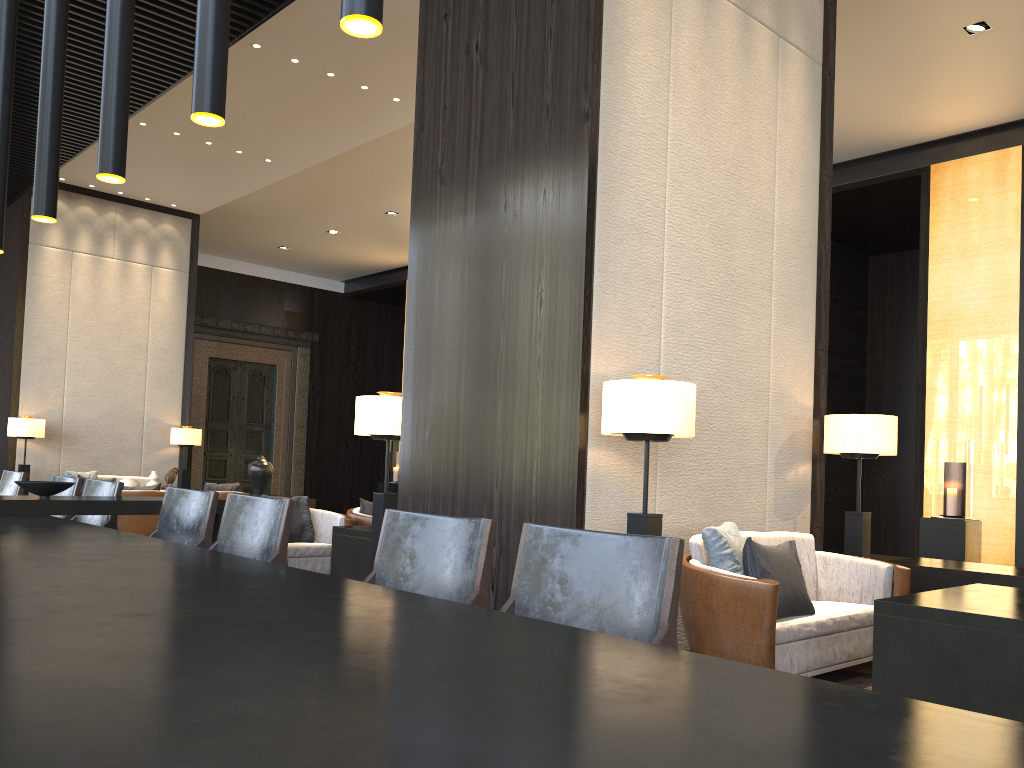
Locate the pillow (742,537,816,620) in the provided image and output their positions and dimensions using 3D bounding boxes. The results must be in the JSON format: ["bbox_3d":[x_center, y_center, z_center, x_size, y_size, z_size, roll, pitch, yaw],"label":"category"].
[{"bbox_3d":[1.158,0.851,3.928,0.219,0.360,0.473,-1,-5,44],"label":"pillow"}]

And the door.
[{"bbox_3d":[-4.822,0.934,15.493,1.290,2.690,0.052,5,-3,-43],"label":"door"}]

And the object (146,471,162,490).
[{"bbox_3d":[-4.112,1.129,10.163,0.174,0.256,0.174,4,-4,-23],"label":"object"}]

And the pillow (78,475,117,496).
[{"bbox_3d":[-4.868,1.243,10.374,0.219,0.360,0.473,-1,-5,44],"label":"pillow"}]

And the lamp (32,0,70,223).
[{"bbox_3d":[-1.224,-1.651,2.451,0.060,2.414,0.060,0,-3,42],"label":"lamp"}]

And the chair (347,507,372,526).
[{"bbox_3d":[-0.985,1.301,7.092,0.806,0.602,0.606,6,-6,-43],"label":"chair"}]

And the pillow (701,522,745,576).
[{"bbox_3d":[0.979,0.828,3.973,0.201,0.398,0.434,1,-4,25],"label":"pillow"}]

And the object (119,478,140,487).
[{"bbox_3d":[-4.317,1.148,9.970,0.245,0.167,0.246,2,-5,5],"label":"object"}]

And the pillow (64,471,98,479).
[{"bbox_3d":[-5.047,1.220,10.419,0.201,0.398,0.434,1,-4,25],"label":"pillow"}]

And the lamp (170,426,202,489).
[{"bbox_3d":[-4.215,1.217,11.374,0.375,1.347,0.376,2,-2,5],"label":"lamp"}]

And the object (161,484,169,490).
[{"bbox_3d":[-4.022,1.213,10.242,0.091,0.111,0.092,2,-4,9],"label":"object"}]

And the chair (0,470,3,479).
[{"bbox_3d":[-3.615,0.954,5.726,0.564,0.825,0.526,5,-4,-43],"label":"chair"}]

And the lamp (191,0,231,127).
[{"bbox_3d":[-0.520,-1.696,1.699,0.060,2.414,0.060,0,-3,42],"label":"lamp"}]

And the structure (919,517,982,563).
[{"bbox_3d":[4.047,1.568,8.178,0.403,0.656,0.402,5,-4,-43],"label":"structure"}]

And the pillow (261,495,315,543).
[{"bbox_3d":[-1.680,1.009,6.604,0.400,0.361,0.222,6,-5,-42],"label":"pillow"}]

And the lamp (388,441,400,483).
[{"bbox_3d":[-1.906,1.260,14.603,0.336,0.727,0.338,1,-3,20],"label":"lamp"}]

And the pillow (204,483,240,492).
[{"bbox_3d":[-3.148,1.238,9.547,0.400,0.361,0.222,6,-5,-42],"label":"pillow"}]

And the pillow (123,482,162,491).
[{"bbox_3d":[-3.773,1.161,8.961,0.442,0.337,0.205,5,-4,-36],"label":"pillow"}]

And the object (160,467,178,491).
[{"bbox_3d":[-3.926,1.109,10.145,0.174,0.308,0.230,2,-3,3],"label":"object"}]

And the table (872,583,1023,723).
[{"bbox_3d":[1.912,1.097,3.429,1.045,0.516,0.576,7,-6,-43],"label":"table"}]

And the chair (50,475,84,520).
[{"bbox_3d":[-2.530,0.884,4.565,0.564,0.825,0.526,5,-4,-43],"label":"chair"}]

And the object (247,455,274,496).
[{"bbox_3d":[-3.072,1.113,10.800,0.311,0.491,0.312,0,-4,36],"label":"object"}]

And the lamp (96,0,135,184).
[{"bbox_3d":[-0.871,-1.674,2.074,0.060,2.414,0.060,0,-3,42],"label":"lamp"}]

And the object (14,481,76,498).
[{"bbox_3d":[-1.915,0.435,3.629,0.228,0.067,0.227,7,-7,-40],"label":"object"}]

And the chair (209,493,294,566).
[{"bbox_3d":[-1.053,0.787,2.985,0.564,0.825,0.526,5,-4,-43],"label":"chair"}]

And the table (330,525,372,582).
[{"bbox_3d":[-0.660,1.264,6.180,1.045,0.516,0.576,7,-6,-43],"label":"table"}]

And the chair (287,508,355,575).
[{"bbox_3d":[-1.609,1.219,6.509,0.806,0.602,0.606,6,-6,-43],"label":"chair"}]

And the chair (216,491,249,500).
[{"bbox_3d":[-3.236,1.460,9.626,0.806,0.602,0.606,6,-6,-43],"label":"chair"}]

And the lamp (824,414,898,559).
[{"bbox_3d":[1.891,0.836,4.842,0.375,1.316,0.376,2,-2,1],"label":"lamp"}]

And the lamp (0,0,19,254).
[{"bbox_3d":[-1.600,-1.626,2.854,0.060,2.414,0.060,0,-3,42],"label":"lamp"}]

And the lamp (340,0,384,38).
[{"bbox_3d":[-0.170,-1.719,1.324,0.060,2.414,0.060,0,-3,42],"label":"lamp"}]

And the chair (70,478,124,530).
[{"bbox_3d":[-2.137,0.858,4.145,0.564,0.825,0.526,5,-4,-43],"label":"chair"}]

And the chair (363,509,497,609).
[{"bbox_3d":[-0.361,0.742,2.245,0.564,0.825,0.526,5,-4,-43],"label":"chair"}]

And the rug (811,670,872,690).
[{"bbox_3d":[1.835,1.351,3.416,2.047,0.008,2.243,7,-8,-43],"label":"rug"}]

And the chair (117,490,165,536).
[{"bbox_3d":[-3.860,1.378,9.042,0.806,0.602,0.606,6,-6,-43],"label":"chair"}]

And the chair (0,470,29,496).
[{"bbox_3d":[-3.222,0.929,5.306,0.564,0.825,0.526,5,-4,-43],"label":"chair"}]

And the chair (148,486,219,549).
[{"bbox_3d":[-1.445,0.813,3.405,0.564,0.825,0.526,5,-4,-43],"label":"chair"}]

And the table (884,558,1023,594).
[{"bbox_3d":[2.898,1.228,4.406,0.622,0.511,1.961,6,-7,-43],"label":"table"}]

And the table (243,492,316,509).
[{"bbox_3d":[-3.188,1.624,10.917,0.622,0.511,1.961,6,-7,-43],"label":"table"}]

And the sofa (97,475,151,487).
[{"bbox_3d":[-4.744,1.447,10.567,1.453,0.691,0.603,7,-6,-43],"label":"sofa"}]

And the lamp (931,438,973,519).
[{"bbox_3d":[4.079,0.870,8.202,0.336,0.727,0.338,1,-3,20],"label":"lamp"}]

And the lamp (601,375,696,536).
[{"bbox_3d":[0.533,0.643,3.572,0.375,1.347,0.376,0,-3,37],"label":"lamp"}]

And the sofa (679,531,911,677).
[{"bbox_3d":[1.283,1.055,4.121,1.453,0.691,0.603,7,-6,-43],"label":"sofa"}]

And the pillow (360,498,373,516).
[{"bbox_3d":[-1.055,1.095,7.191,0.442,0.337,0.205,5,-4,-36],"label":"pillow"}]

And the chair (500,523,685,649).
[{"bbox_3d":[0.032,0.717,1.825,0.564,0.825,0.526,5,-4,-43],"label":"chair"}]

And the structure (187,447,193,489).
[{"bbox_3d":[-4.602,1.351,12.225,0.241,1.215,0.240,4,-3,-43],"label":"structure"}]

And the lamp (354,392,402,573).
[{"bbox_3d":[-0.702,0.723,4.893,0.375,1.347,0.375,3,-3,-13],"label":"lamp"}]

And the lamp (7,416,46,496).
[{"bbox_3d":[-5.574,1.040,10.104,0.375,1.347,0.375,3,-3,-13],"label":"lamp"}]

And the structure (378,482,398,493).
[{"bbox_3d":[-1.937,1.958,14.580,0.403,0.656,0.402,5,-4,-43],"label":"structure"}]
